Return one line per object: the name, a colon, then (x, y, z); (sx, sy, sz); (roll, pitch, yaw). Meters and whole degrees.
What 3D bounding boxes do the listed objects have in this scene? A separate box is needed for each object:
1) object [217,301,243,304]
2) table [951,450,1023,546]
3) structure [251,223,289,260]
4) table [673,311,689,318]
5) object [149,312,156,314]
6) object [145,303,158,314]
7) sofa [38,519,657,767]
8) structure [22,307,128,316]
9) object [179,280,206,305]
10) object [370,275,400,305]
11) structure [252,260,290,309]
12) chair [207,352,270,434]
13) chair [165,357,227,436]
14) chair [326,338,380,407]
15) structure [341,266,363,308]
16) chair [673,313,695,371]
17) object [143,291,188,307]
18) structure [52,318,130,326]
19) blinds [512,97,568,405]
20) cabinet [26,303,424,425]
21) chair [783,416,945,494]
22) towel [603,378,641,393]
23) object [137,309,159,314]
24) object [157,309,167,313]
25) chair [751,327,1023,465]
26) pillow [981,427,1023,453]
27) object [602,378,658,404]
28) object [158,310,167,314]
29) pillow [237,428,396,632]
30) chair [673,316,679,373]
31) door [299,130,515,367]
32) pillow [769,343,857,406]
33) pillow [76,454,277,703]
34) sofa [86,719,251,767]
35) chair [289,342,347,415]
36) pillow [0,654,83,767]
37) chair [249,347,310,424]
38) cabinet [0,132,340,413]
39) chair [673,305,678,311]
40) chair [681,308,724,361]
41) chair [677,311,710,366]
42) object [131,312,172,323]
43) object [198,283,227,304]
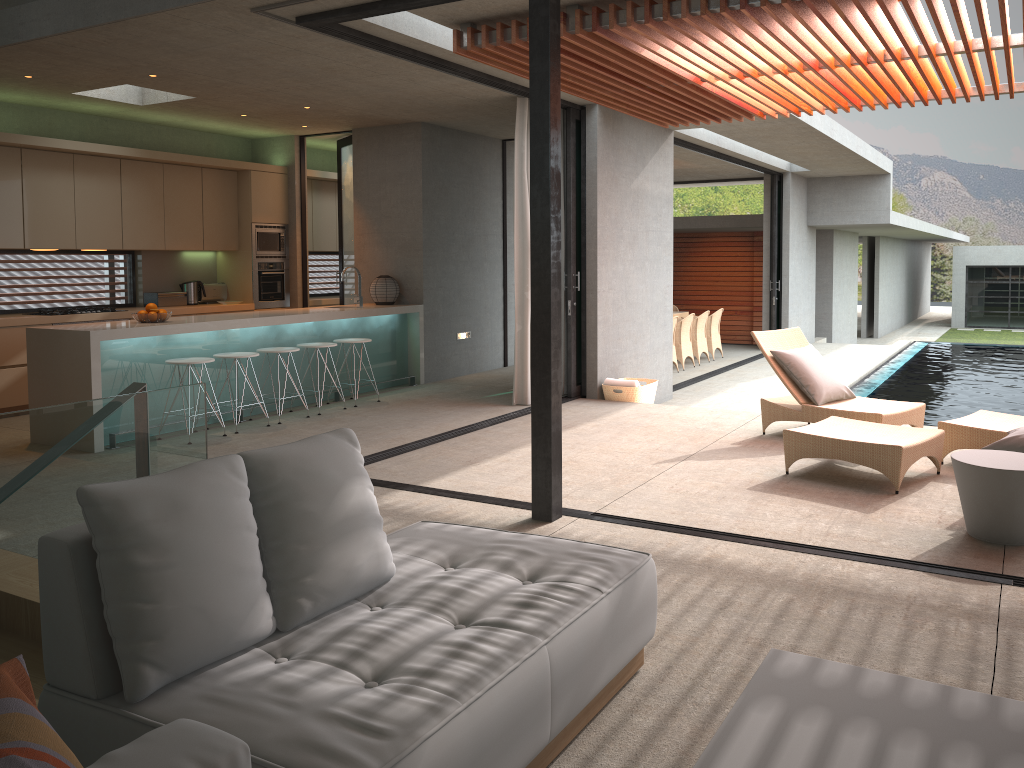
object: (-3.333, -0.964, 10.462); (0.310, 0.034, 0.312); (-1, 8, -1)
table: (2.483, 0.577, 4.476); (0.475, 0.391, 0.478); (1, 6, 12)
structure: (-3.124, -1.738, 10.846); (0.460, 0.435, 0.600); (3, 7, 30)
table: (1.750, -0.738, 14.544); (1.281, 0.752, 3.277); (4, 9, 30)
object: (-2.954, -0.555, 7.267); (0.081, 0.081, 0.081); (-4, 7, -31)
object: (-3.009, -0.629, 7.374); (0.095, 0.094, 0.094); (-5, 7, -39)
sofa: (-0.333, 0.656, 2.578); (1.014, 0.729, 1.605); (3, 8, 30)
structure: (-4.350, -0.707, 8.830); (0.464, 0.090, 0.844); (4, 9, 30)
object: (-3.725, -1.063, 10.288); (0.177, 0.284, 0.279); (3, 6, 35)
object: (-1.446, -1.068, 10.040); (0.340, 0.333, 0.342); (2, 6, 22)
structure: (-3.104, -1.232, 10.865); (0.498, 0.577, 0.600); (3, 6, 30)
chair: (-2.310, 0.060, 7.429); (0.382, 0.621, 0.384); (2, 5, 30)
chair: (-2.549, 0.119, 7.021); (0.382, 0.621, 0.384); (2, 5, 30)
chair: (-1.566, -0.124, 8.708); (0.382, 0.621, 0.384); (2, 5, 30)
structure: (-1.733, -1.040, 9.472); (0.258, 0.439, 0.097); (2, 4, 30)
chair: (2.504, -0.675, 13.679); (0.631, 0.859, 0.620); (2, 6, 30)
object: (-3.926, -0.961, 10.019); (0.240, 0.159, 0.403); (3, 8, 30)
structure: (-4.134, -0.372, 8.721); (0.079, 0.498, 0.833); (2, 7, 30)
blinds: (0.276, -1.297, 8.732); (0.230, 2.919, 0.889); (1, 4, 27)
cabinet: (-2.382, -0.220, 8.448); (0.801, 0.894, 4.146); (3, 8, 30)
chair: (2.828, 0.252, 5.227); (0.703, 0.823, 2.302); (-6, 9, -44)
towel: (1.150, 0.094, 8.987); (0.369, 0.310, 0.311); (3, 7, 31)
object: (-3.003, -0.566, 7.289); (0.174, 0.099, 0.097); (-2, 6, -15)
object: (-2.941, -0.583, 7.417); (0.094, 0.094, 0.095); (2, 6, 19)
chair: (2.933, 0.066, 6.551); (0.702, 0.822, 2.303); (-5, 9, -40)
pillow: (3.040, 0.344, 4.967); (0.595, 0.193, 0.598); (6, 10, 41)
object: (1.222, 0.132, 9.122); (0.446, 0.299, 0.684); (3, 8, 30)
object: (-2.903, -0.569, 7.333); (0.087, 0.086, 0.087); (2, 6, 21)
pillow: (-0.576, 0.410, 2.635); (0.266, 0.481, 0.495); (2, 6, 31)
chair: (2.131, -0.583, 13.042); (0.631, 0.859, 0.620); (2, 6, 30)
door: (-1.774, -0.055, 5.165); (5.772, 4.447, 15.442); (0, 8, 3)
pillow: (2.428, -0.081, 7.123); (0.610, 0.425, 0.428); (-6, 8, -41)
pillow: (-0.821, 0.458, 2.220); (0.238, 0.495, 0.495); (2, 6, 31)
sofa: (0.610, 0.955, 0.327); (3.464, 0.749, 1.055); (4, 8, 30)
chair: (-1.820, -0.061, 8.272); (0.382, 0.621, 0.384); (2, 5, 30)
pillow: (-0.530, 0.638, 0.939); (0.279, 0.501, 0.701); (-2, 6, -16)
chair: (-2.069, 0.001, 7.842); (0.382, 0.621, 0.384); (2, 5, 30)
cabinet: (-3.299, -1.181, 9.387); (1.967, 2.551, 7.516); (3, 8, 30)
chair: (2.751, -1.049, 16.344); (0.618, 0.859, 0.633); (2, 6, 30)
chair: (3.250, -0.858, 14.954); (0.631, 0.859, 0.620); (2, 6, 30)
chair: (2.877, -0.766, 14.317); (0.631, 0.859, 0.620); (2, 6, 30)
object: (-2.992, -0.554, 7.348); (0.316, 0.081, 0.317); (4, 9, 30)
object: (-3.606, -1.087, 10.586); (0.150, 0.246, 0.392); (2, 7, 30)
